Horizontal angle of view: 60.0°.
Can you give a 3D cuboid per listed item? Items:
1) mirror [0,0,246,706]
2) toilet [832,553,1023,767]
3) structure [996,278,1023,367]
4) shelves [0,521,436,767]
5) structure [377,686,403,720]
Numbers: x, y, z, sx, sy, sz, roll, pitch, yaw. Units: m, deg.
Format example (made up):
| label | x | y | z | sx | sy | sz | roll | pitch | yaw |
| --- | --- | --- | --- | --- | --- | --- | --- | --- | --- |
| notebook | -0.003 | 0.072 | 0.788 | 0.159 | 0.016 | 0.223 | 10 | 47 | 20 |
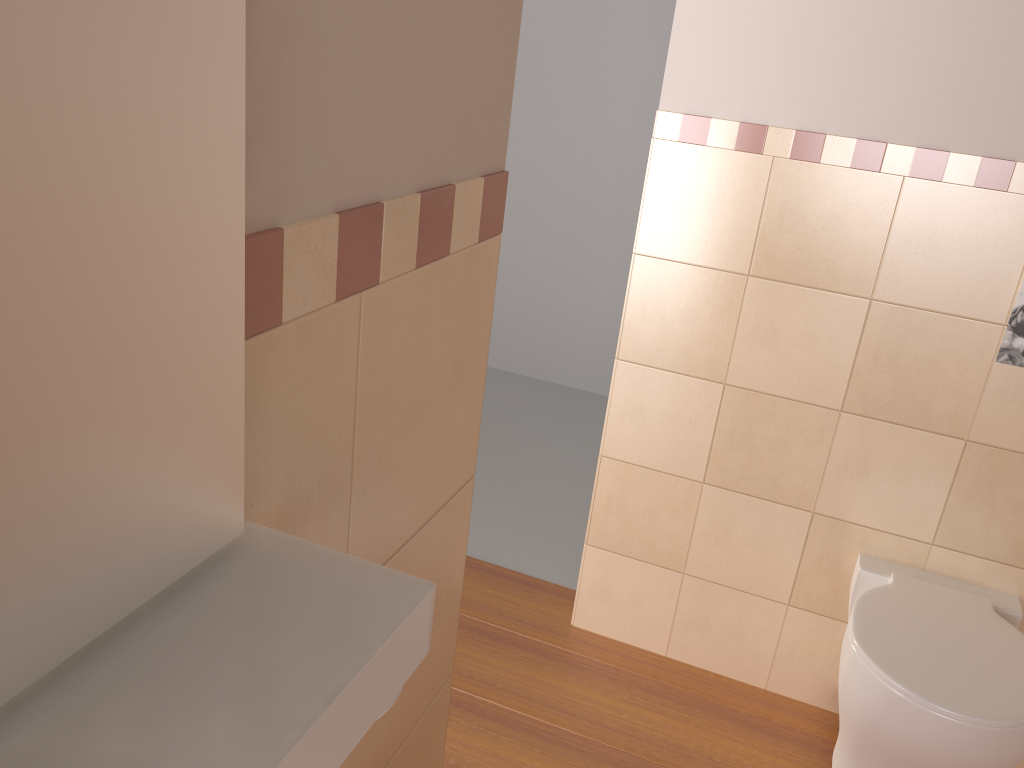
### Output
| label | x | y | z | sx | sy | sz | roll | pitch | yaw |
| --- | --- | --- | --- | --- | --- | --- | --- | --- | --- |
| mirror | -0.211 | -0.203 | 0.167 | 0.008 | 0.799 | 0.502 | 14 | 23 | 17 |
| toilet | 0.875 | 0.694 | 1.902 | 0.375 | 0.400 | 0.534 | 14 | 23 | 17 |
| structure | 1.119 | -0.156 | 1.802 | 0.170 | 0.279 | 0.005 | 14 | 23 | 17 |
| shelves | -0.211 | 0.209 | 0.309 | 0.138 | 0.050 | 0.554 | 14 | 23 | 17 |
| structure | -0.128 | 0.229 | 0.653 | 0.092 | 0.029 | 0.117 | 14 | 23 | 17 |
